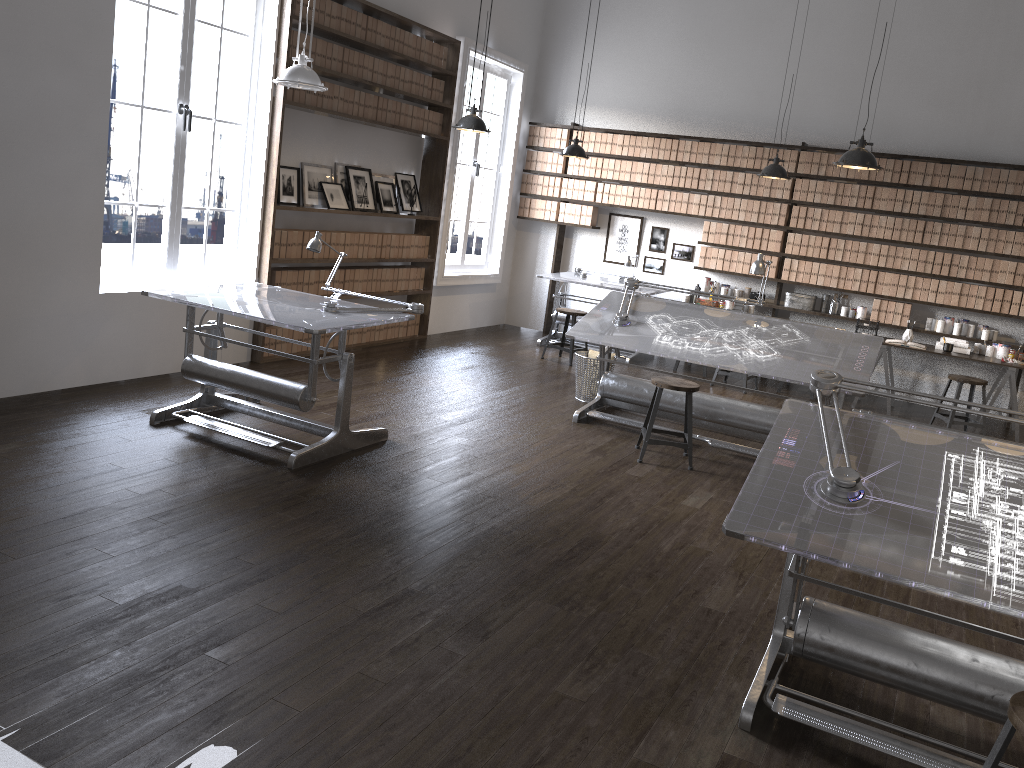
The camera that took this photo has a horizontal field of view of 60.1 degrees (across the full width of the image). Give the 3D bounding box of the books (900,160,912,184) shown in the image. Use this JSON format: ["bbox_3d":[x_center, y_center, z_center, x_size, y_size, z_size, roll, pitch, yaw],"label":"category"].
[{"bbox_3d":[3.852,-2.065,8.666,0.067,0.224,0.175,12,11,25],"label":"books"}]

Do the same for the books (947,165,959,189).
[{"bbox_3d":[4.230,-1.978,8.485,0.067,0.224,0.175,12,11,25],"label":"books"}]

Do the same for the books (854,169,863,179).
[{"bbox_3d":[3.481,-2.153,8.852,0.067,0.224,0.175,12,11,25],"label":"books"}]

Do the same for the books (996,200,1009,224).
[{"bbox_3d":[4.614,-1.611,8.326,0.067,0.224,0.175,12,11,25],"label":"books"}]

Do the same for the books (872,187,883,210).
[{"bbox_3d":[3.642,-1.838,8.801,0.067,0.224,0.175,12,11,25],"label":"books"}]

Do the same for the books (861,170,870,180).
[{"bbox_3d":[3.538,-2.138,8.819,0.067,0.224,0.175,12,11,25],"label":"books"}]

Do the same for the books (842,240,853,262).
[{"bbox_3d":[3.405,-1.340,8.967,0.067,0.224,0.175,12,11,25],"label":"books"}]

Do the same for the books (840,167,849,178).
[{"bbox_3d":[3.360,-2.180,8.907,0.067,0.224,0.175,12,11,25],"label":"books"}]

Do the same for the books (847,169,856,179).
[{"bbox_3d":[3.425,-2.165,8.877,0.067,0.224,0.175,12,11,25],"label":"books"}]

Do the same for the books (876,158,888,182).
[{"bbox_3d":[3.663,-2.111,8.764,0.067,0.224,0.175,12,11,25],"label":"books"}]

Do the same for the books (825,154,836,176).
[{"bbox_3d":[3.239,-2.210,8.972,0.067,0.224,0.175,12,11,25],"label":"books"}]

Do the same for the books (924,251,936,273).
[{"bbox_3d":[4.074,-1.184,8.638,0.067,0.224,0.175,12,11,25],"label":"books"}]

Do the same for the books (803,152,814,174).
[{"bbox_3d":[3.046,-2.253,9.058,0.067,0.224,0.175,12,11,25],"label":"books"}]

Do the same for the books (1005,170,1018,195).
[{"bbox_3d":[4.663,-1.877,8.273,0.067,0.224,0.175,12,11,25],"label":"books"}]

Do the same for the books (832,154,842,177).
[{"bbox_3d":[3.300,-2.195,8.941,0.067,0.224,0.175,12,11,25],"label":"books"}]

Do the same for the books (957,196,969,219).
[{"bbox_3d":[4.311,-1.681,8.468,0.067,0.224,0.175,12,11,25],"label":"books"}]

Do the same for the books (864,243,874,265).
[{"bbox_3d":[3.585,-1.298,8.877,0.067,0.224,0.175,12,11,25],"label":"books"}]

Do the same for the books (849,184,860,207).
[{"bbox_3d":[3.445,-1.883,8.892,0.067,0.224,0.175,12,11,25],"label":"books"}]

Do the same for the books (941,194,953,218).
[{"bbox_3d":[4.190,-1.711,8.534,0.067,0.224,0.175,12,11,25],"label":"books"}]

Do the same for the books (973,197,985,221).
[{"bbox_3d":[4.432,-1.654,8.413,0.067,0.224,0.175,12,11,25],"label":"books"}]

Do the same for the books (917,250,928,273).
[{"bbox_3d":[4.016,-1.196,8.662,0.067,0.224,0.175,12,11,25],"label":"books"}]

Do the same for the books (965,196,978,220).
[{"bbox_3d":[4.376,-1.666,8.439,0.067,0.224,0.175,12,11,25],"label":"books"}]

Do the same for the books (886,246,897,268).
[{"bbox_3d":[3.767,-1.256,8.789,0.067,0.224,0.175,12,11,25],"label":"books"}]

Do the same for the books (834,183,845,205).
[{"bbox_3d":[3.322,-1.913,8.956,0.067,0.224,0.175,12,11,25],"label":"books"}]

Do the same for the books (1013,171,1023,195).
[{"bbox_3d":[4.719,-1.864,8.247,0.067,0.224,0.175,12,11,25],"label":"books"}]

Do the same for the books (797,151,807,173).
[{"bbox_3d":[2.992,-2.267,9.090,0.067,0.224,0.175,12,11,25],"label":"books"}]

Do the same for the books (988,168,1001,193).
[{"bbox_3d":[4.538,-1.906,8.336,0.067,0.224,0.175,12,11,25],"label":"books"}]

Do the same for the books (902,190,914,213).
[{"bbox_3d":[3.882,-1.781,8.680,0.067,0.224,0.175,12,11,25],"label":"books"}]

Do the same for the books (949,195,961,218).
[{"bbox_3d":[4.250,-1.696,8.502,0.067,0.224,0.175,12,11,25],"label":"books"}]

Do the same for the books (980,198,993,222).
[{"bbox_3d":[4.489,-1.639,8.380,0.067,0.224,0.175,12,11,25],"label":"books"}]

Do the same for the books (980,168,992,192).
[{"bbox_3d":[4.477,-1.921,8.368,0.067,0.224,0.175,12,11,25],"label":"books"}]

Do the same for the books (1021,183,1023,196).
[{"bbox_3d":[4.776,-1.850,8.214,0.067,0.224,0.175,12,11,25],"label":"books"}]

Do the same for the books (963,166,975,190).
[{"bbox_3d":[4.348,-1.949,8.423,0.067,0.224,0.175,12,11,25],"label":"books"}]

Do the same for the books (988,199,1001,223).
[{"bbox_3d":[4.551,-1.626,8.356,0.067,0.224,0.175,12,11,25],"label":"books"}]

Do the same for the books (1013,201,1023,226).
[{"bbox_3d":[4.739,-1.582,8.265,0.067,0.224,0.175,12,11,25],"label":"books"}]

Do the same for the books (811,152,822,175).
[{"bbox_3d":[3.110,-2.238,9.027,0.067,0.224,0.175,12,11,25],"label":"books"}]

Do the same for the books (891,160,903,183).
[{"bbox_3d":[3.788,-2.082,8.704,0.067,0.224,0.175,12,11,25],"label":"books"}]

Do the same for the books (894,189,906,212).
[{"bbox_3d":[3.816,-1.796,8.708,0.067,0.224,0.175,12,11,25],"label":"books"}]

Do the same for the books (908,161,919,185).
[{"bbox_3d":[3.920,-2.051,8.639,0.067,0.224,0.175,12,11,25],"label":"books"}]

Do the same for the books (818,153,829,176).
[{"bbox_3d":[3.175,-2.224,8.999,0.067,0.224,0.175,12,11,25],"label":"books"}]

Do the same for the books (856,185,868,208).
[{"bbox_3d":[3.510,-1.869,8.865,0.067,0.224,0.175,12,11,25],"label":"books"}]

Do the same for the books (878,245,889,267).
[{"bbox_3d":[3.703,-1.270,8.816,0.067,0.224,0.175,12,11,25],"label":"books"}]

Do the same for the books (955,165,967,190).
[{"bbox_3d":[4.284,-1.964,8.454,0.067,0.224,0.175,12,11,25],"label":"books"}]

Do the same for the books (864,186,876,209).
[{"bbox_3d":[3.574,-1.853,8.828,0.067,0.224,0.175,12,11,25],"label":"books"}]

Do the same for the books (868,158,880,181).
[{"bbox_3d":[3.600,-2.125,8.795,0.067,0.224,0.175,12,11,25],"label":"books"}]

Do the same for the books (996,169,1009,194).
[{"bbox_3d":[4.598,-1.892,8.302,0.067,0.224,0.175,12,11,25],"label":"books"}]

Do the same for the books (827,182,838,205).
[{"bbox_3d":[3.260,-1.926,8.980,0.067,0.224,0.175,12,11,25],"label":"books"}]

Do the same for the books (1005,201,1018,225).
[{"bbox_3d":[4.674,-1.596,8.291,0.067,0.224,0.175,12,11,25],"label":"books"}]

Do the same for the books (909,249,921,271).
[{"bbox_3d":[3.952,-1.211,8.693,0.067,0.224,0.175,12,11,25],"label":"books"}]

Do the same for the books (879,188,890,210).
[{"bbox_3d":[3.699,-1.824,8.770,0.067,0.224,0.175,12,11,25],"label":"books"}]

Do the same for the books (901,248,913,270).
[{"bbox_3d":[3.889,-1.227,8.727,0.067,0.224,0.175,12,11,25],"label":"books"}]

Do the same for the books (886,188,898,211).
[{"bbox_3d":[3.752,-1.811,8.739,0.067,0.224,0.175,12,11,25],"label":"books"}]

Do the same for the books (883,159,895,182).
[{"bbox_3d":[3.723,-2.096,8.730,0.067,0.224,0.175,12,11,25],"label":"books"}]

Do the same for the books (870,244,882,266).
[{"bbox_3d":[3.640,-1.285,8.849,0.067,0.224,0.175,12,11,25],"label":"books"}]

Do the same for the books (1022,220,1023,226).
[{"bbox_3d":[4.803,-1.566,8.228,0.067,0.224,0.175,12,11,25],"label":"books"}]

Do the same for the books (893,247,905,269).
[{"bbox_3d":[3.830,-1.242,8.761,0.067,0.224,0.175,12,11,25],"label":"books"}]

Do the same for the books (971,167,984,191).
[{"bbox_3d":[4.414,-1.935,8.395,0.067,0.224,0.175,12,11,25],"label":"books"}]
